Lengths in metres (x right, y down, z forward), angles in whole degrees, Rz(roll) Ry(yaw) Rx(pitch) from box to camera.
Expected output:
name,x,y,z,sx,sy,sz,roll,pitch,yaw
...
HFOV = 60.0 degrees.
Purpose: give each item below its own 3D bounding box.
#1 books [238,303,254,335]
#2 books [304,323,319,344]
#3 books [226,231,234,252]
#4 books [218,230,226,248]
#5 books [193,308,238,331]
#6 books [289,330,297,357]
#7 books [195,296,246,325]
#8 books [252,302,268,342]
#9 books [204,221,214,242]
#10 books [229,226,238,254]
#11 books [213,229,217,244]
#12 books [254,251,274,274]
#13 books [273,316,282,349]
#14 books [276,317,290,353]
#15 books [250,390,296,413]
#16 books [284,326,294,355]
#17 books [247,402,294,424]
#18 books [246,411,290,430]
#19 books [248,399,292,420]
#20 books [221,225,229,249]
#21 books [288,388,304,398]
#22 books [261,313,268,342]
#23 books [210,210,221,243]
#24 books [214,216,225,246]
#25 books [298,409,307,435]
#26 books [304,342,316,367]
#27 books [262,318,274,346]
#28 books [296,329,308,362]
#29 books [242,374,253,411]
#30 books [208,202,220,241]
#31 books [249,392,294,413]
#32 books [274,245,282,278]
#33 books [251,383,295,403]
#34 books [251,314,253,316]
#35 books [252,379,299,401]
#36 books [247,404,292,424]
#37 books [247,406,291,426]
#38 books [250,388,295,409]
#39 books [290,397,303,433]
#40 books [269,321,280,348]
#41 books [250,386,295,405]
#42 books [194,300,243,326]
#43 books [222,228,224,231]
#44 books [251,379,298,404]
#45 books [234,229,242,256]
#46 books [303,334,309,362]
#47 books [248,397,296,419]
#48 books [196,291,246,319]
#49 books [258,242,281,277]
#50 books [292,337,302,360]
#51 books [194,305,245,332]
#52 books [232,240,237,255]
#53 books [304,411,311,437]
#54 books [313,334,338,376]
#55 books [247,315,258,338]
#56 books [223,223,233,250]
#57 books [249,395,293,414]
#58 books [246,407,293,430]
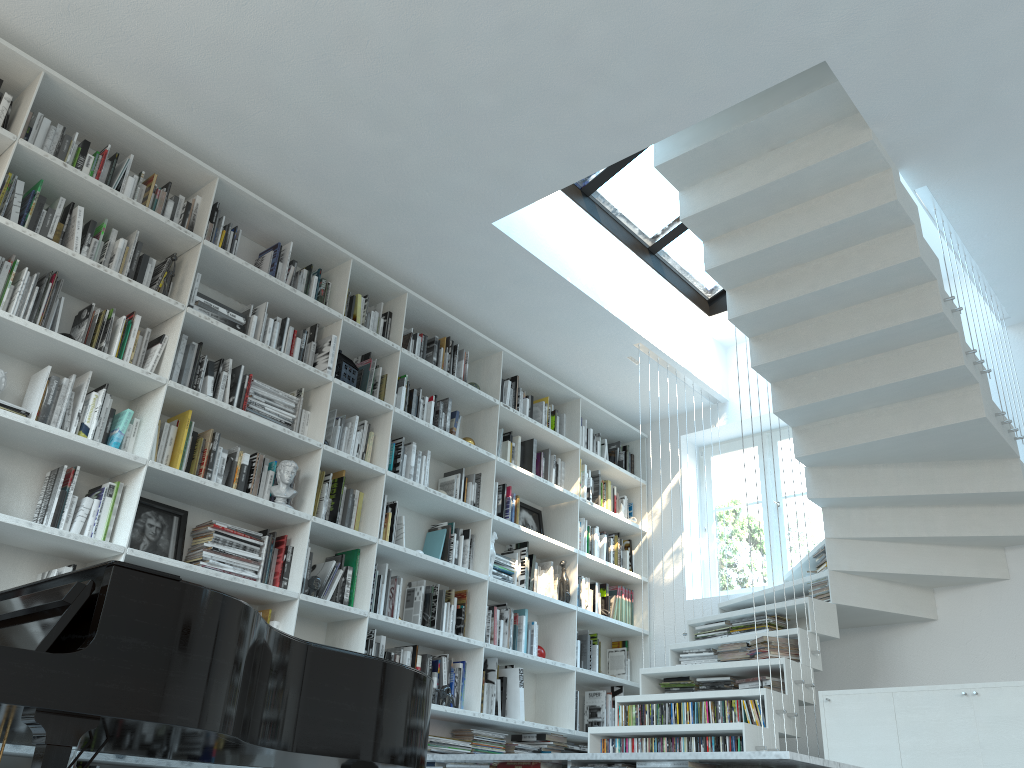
name,x,y,z,sx,sy,sz,roll,pitch,yaw
books,-1.350,-0.264,4.382,0.161,0.253,0.012,-18,-33,37
books,-1.092,-0.150,4.667,0.156,0.332,0.012,-18,-33,37
books,-1.451,-0.643,4.413,0.144,0.218,0.016,-18,-33,37
books,-1.488,-0.651,4.376,0.172,0.194,0.023,-18,-34,37
books,-1.460,-0.277,4.261,0.160,0.012,0.286,-17,-33,35
books,-1.175,-0.154,4.554,0.158,0.229,0.012,-18,-33,37
books,-1.455,-0.336,4.291,0.160,0.024,0.286,-20,-35,38
books,-1.298,-0.259,4.419,0.190,0.282,0.011,-18,-33,37
books,-1.529,-0.679,4.325,0.166,0.193,0.026,-18,-34,37
books,-1.442,-0.656,4.427,0.168,0.254,0.005,-18,-33,37
books,-1.516,-0.662,4.368,0.145,0.204,0.011,-18,-33,37
books,-1.301,-0.562,4.589,0.151,0.244,0.012,-18,-33,37
books,-1.249,-0.200,4.518,0.140,0.272,0.029,-18,-33,37
books,-1.216,-0.194,4.522,0.185,0.268,0.023,-18,-33,37
books,-1.234,0.103,4.394,0.160,0.012,0.286,-18,-33,36
books,-1.196,-0.167,4.522,0.191,0.222,0.023,-18,-34,37
books,-1.238,0.157,4.367,0.160,0.012,0.286,-19,-34,37
books,-1.240,0.200,4.346,0.161,0.012,0.255,-18,-33,36
books,-1.237,0.146,4.372,0.161,0.012,0.255,-19,-34,37
books,-1.476,-0.664,4.408,0.139,0.247,0.014,-18,-33,37
books,-1.125,0.181,4.499,0.140,0.317,0.012,-18,-33,37
books,-1.300,-0.228,4.429,0.171,0.236,0.021,-18,-33,37
books,-1.512,-0.710,4.373,0.153,0.295,0.010,-18,-33,37
books,-1.488,-0.692,4.372,0.163,0.263,0.011,-18,-33,37
books,-1.113,0.241,4.485,0.172,0.197,0.030,-18,-34,37
books,-1.102,-0.102,4.619,0.192,0.201,0.029,-18,-34,37
books,-1.277,-0.206,4.446,0.190,0.215,0.027,-18,-34,37
books,-1.138,-0.145,4.589,0.173,0.247,0.032,-18,-33,37
books,-1.319,0.086,4.251,0.177,0.245,0.013,-18,-33,37
books,-1.523,-0.733,4.378,0.145,0.339,0.014,-18,-33,37
books,-1.233,0.113,4.387,0.161,0.012,0.255,-20,-35,38
books,-1.270,-0.573,4.618,0.157,0.294,0.011,-18,-33,37
books,-1.234,0.069,4.412,0.161,0.012,0.255,-18,-34,37
books,-1.342,-0.228,4.419,0.128,0.222,0.024,-18,-33,37
books,-1.230,0.047,4.420,0.160,0.012,0.286,-20,-35,38
books,-1.236,0.167,4.361,0.161,0.012,0.255,-17,-33,35
books,-1.237,0.178,4.355,0.161,0.012,0.255,-20,-35,38
books,-1.227,0.090,4.394,0.254,0.012,0.161,26,-35,-38
books,-1.123,0.201,4.467,0.161,0.253,0.012,-18,-33,37
books,-1.253,-0.192,4.475,0.184,0.218,0.028,-18,-34,37
books,-1.231,0.079,4.404,0.161,0.012,0.255,-20,-35,38
books,-1.453,-0.315,4.278,0.161,0.025,0.255,-16,-32,33
books,-1.493,-0.657,4.406,0.136,0.232,0.006,-18,-33,37
books,-1.225,0.055,4.410,0.159,0.012,0.286,-15,-32,32
books,-1.424,-0.644,4.449,0.143,0.255,0.011,-18,-33,37
books,-1.130,-0.135,4.621,0.133,0.260,0.029,-18,-33,37
books,-1.233,0.134,4.375,0.160,0.012,0.286,-21,-35,39
books,-1.458,-0.356,4.305,0.160,0.024,0.286,-18,-34,37
books,-1.279,-0.582,4.597,0.176,0.291,0.014,-18,-33,37
books,-1.160,-0.129,4.556,0.176,0.187,0.029,-18,-34,37
books,-1.452,-0.294,4.265,0.286,0.024,0.160,26,-35,-38
books,-1.437,-0.616,4.431,0.152,0.186,0.010,-18,-34,37
books,-1.098,0.251,4.510,0.158,0.204,0.030,-18,-33,37
books,-1.024,-0.111,4.631,0.273,0.236,0.037,-18,-34,37
books,-1.336,-0.228,4.377,0.193,0.186,0.025,-18,-34,37
books,-1.462,-0.668,4.416,0.147,0.263,0.013,-18,-33,37
books,-1.232,0.123,4.380,0.161,0.012,0.255,-16,-33,34
books,-1.236,0.188,4.349,0.160,0.012,0.286,-16,-33,34
